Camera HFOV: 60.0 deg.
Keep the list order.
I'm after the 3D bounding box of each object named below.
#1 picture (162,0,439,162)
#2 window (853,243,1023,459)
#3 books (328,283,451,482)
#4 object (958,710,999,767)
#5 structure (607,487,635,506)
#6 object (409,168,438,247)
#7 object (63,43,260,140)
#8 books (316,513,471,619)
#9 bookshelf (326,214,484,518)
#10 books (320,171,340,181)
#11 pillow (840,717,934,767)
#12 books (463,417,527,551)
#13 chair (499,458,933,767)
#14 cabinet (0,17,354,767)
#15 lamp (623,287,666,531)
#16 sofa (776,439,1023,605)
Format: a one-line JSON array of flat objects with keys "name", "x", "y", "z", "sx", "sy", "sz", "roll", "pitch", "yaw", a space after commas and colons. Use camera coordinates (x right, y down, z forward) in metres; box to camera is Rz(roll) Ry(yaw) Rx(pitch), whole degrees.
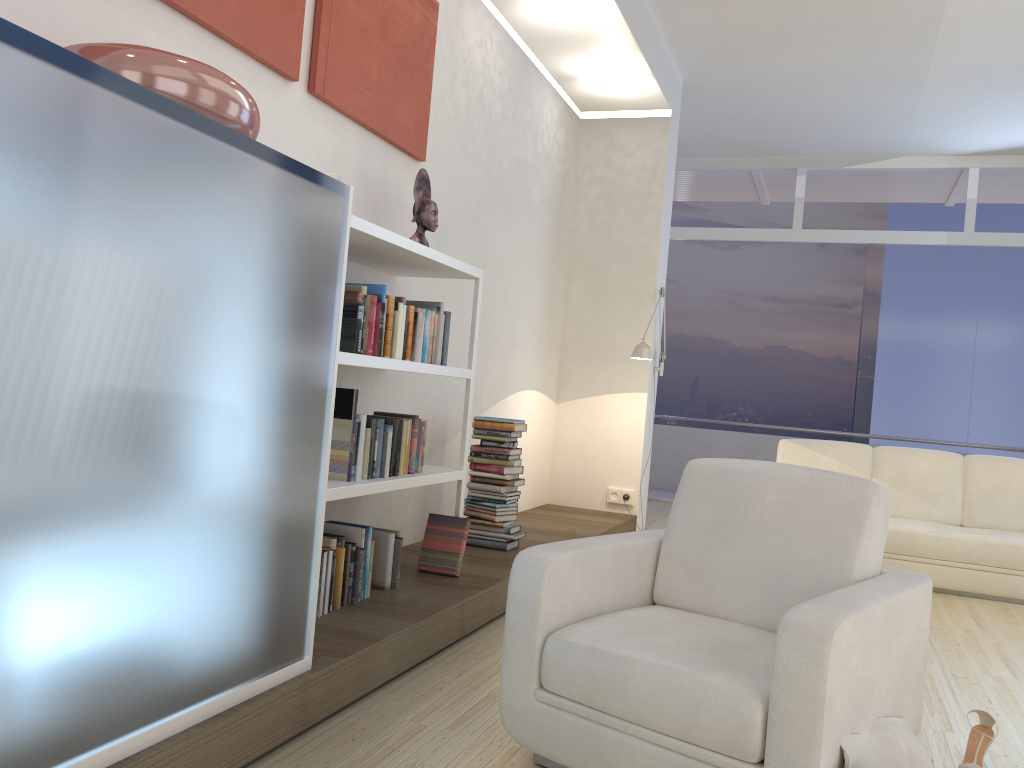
[{"name": "picture", "x": -0.957, "y": -1.560, "z": 2.895, "sx": 0.030, "sy": 0.794, "sz": 3.227, "roll": 5, "pitch": -1, "yaw": 20}, {"name": "window", "x": 4.753, "y": 0.099, "z": 8.099, "sx": 2.988, "sy": 2.706, "sz": 0.012, "roll": 5, "pitch": -1, "yaw": 20}, {"name": "books", "x": -0.522, "y": -0.006, "z": 3.589, "sx": 0.215, "sy": 0.743, "sz": 0.831, "roll": 5, "pitch": -1, "yaw": 20}, {"name": "object", "x": 1.402, "y": 1.082, "z": 2.664, "sx": 0.089, "sy": 0.149, "sz": 0.265, "roll": 5, "pitch": -1, "yaw": 33}, {"name": "structure", "x": 0.820, "y": 0.851, "z": 6.700, "sx": 0.206, "sy": 0.114, "sz": 0.028, "roll": 5, "pitch": -1, "yaw": 20}, {"name": "object", "x": -0.401, "y": -0.758, "z": 3.961, "sx": 0.133, "sy": 0.409, "sz": 0.138, "roll": 5, "pitch": -1, "yaw": -23}, {"name": "object", "x": -0.920, "y": -0.714, "z": 2.269, "sx": 0.534, "sy": 0.206, "sz": 0.546, "roll": 5, "pitch": -1, "yaw": -33}, {"name": "books", "x": -0.555, "y": 0.693, "z": 3.604, "sx": 0.274, "sy": 0.281, "sz": 1.125, "roll": 5, "pitch": -1, "yaw": 27}, {"name": "bookshelf", "x": -0.678, "y": 0.120, "z": 3.447, "sx": 0.465, "sy": 1.396, "sz": 1.599, "roll": 5, "pitch": -1, "yaw": 20}, {"name": "books", "x": -0.755, "y": -0.700, "z": 3.052, "sx": 0.319, "sy": 0.038, "sz": 0.247, "roll": 5, "pitch": -1, "yaw": -9}, {"name": "pillow", "x": 0.932, "y": 0.963, "z": 2.041, "sx": 0.615, "sy": 0.315, "sz": 0.312, "roll": 5, "pitch": -1, "yaw": -43}, {"name": "books", "x": -0.081, "y": 0.536, "z": 4.852, "sx": 0.329, "sy": 0.694, "sz": 0.270, "roll": 5, "pitch": -1, "yaw": 20}, {"name": "chair", "x": 0.622, "y": 0.640, "z": 2.549, "sx": 0.919, "sy": 0.828, "sz": 0.941, "roll": 5, "pitch": -1, "yaw": 40}, {"name": "cabinet", "x": -1.124, "y": 0.068, "z": 1.890, "sx": 0.689, "sy": 1.396, "sz": 1.670, "roll": 5, "pitch": -1, "yaw": 20}, {"name": "lamp", "x": 0.937, "y": 0.183, "z": 6.449, "sx": 0.204, "sy": 1.841, "sz": 0.891, "roll": 5, "pitch": -1, "yaw": 16}, {"name": "sofa", "x": 2.699, "y": 0.867, "z": 5.915, "sx": 2.166, "sy": 0.862, "sz": 0.941, "roll": 5, "pitch": -1, "yaw": 20}]
